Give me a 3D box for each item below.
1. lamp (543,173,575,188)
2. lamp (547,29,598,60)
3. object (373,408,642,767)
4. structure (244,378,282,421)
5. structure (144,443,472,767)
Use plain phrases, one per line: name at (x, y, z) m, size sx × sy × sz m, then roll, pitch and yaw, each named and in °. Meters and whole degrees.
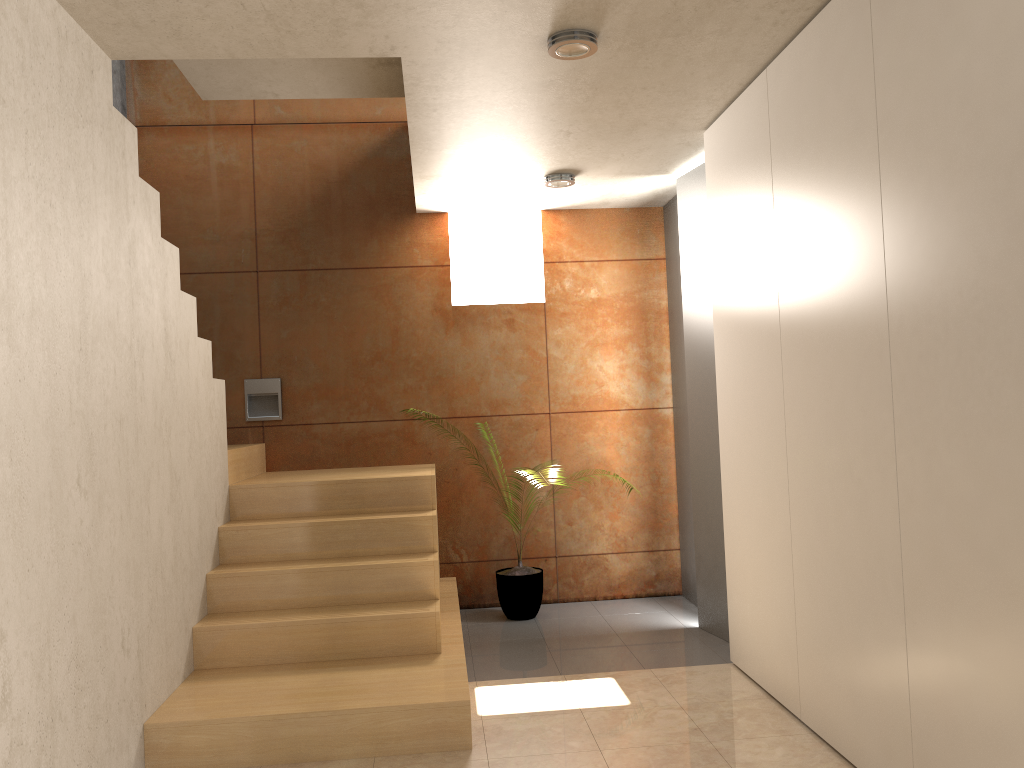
lamp at (0.263, -1.131, 4.927) m, size 0.173 × 0.044 × 0.173 m, roll -3°, pitch -2°, yaw 0°
lamp at (0.210, -1.179, 3.080) m, size 0.173 × 0.044 × 0.173 m, roll -3°, pitch -2°, yaw 30°
object at (-0.174, 0.786, 2.724) m, size 4.200 × 1.455 × 6.200 m, roll -2°, pitch -2°, yaw -5°
structure at (-1.555, 0.099, 5.568) m, size 0.220 × 0.260 × 0.096 m, roll -2°, pitch -2°, yaw -5°
structure at (-1.239, 0.880, 4.337) m, size 1.950 × 1.110 × 2.400 m, roll -2°, pitch -2°, yaw -5°
